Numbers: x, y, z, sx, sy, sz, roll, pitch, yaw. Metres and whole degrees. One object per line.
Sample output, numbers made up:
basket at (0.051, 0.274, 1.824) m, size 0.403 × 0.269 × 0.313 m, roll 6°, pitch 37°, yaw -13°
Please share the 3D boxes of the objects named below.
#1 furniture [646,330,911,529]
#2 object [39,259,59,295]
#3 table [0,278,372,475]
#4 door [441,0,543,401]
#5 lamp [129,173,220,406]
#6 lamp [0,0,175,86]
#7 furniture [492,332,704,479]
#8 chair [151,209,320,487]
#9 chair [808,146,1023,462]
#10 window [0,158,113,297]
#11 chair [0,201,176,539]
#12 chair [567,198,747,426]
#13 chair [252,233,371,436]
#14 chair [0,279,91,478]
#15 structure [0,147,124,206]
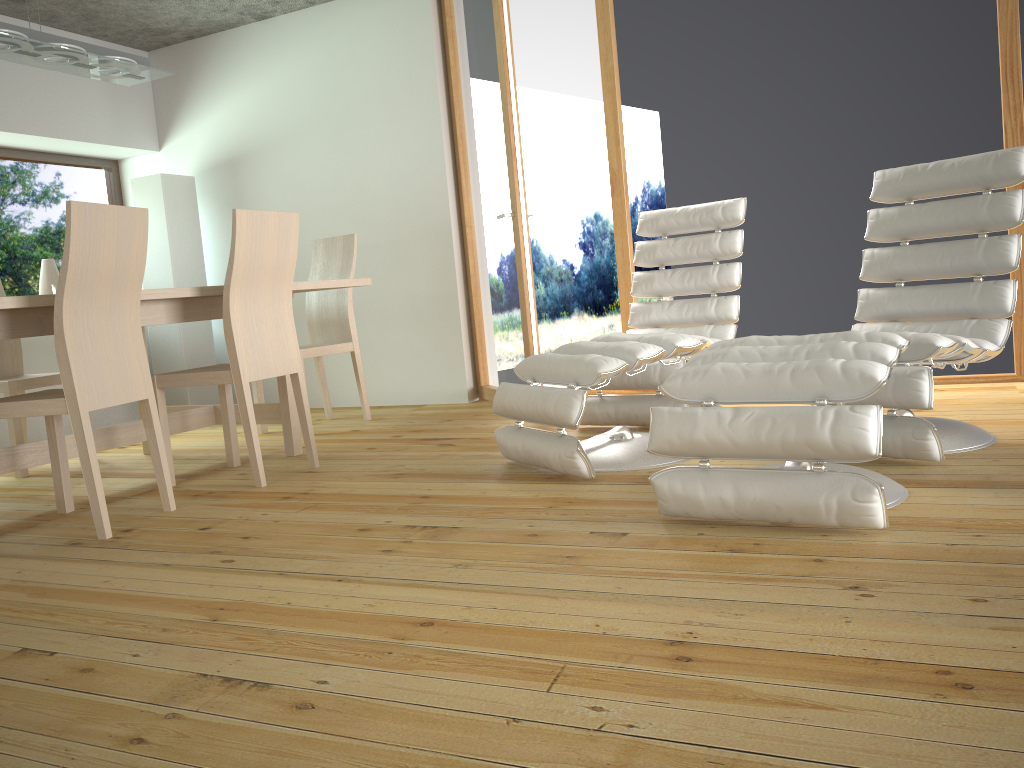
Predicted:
furniture at (0.751, 0.096, 2.402) m, size 0.569 × 0.438 × 0.688 m, roll -2°, pitch 7°, yaw 32°
object at (-2.789, -0.564, 5.375) m, size 0.153 × 0.383 × 0.154 m, roll -3°, pitch 5°, yaw 22°
table at (-1.752, 0.056, 3.450) m, size 1.199 × 0.754 × 2.508 m, roll -2°, pitch 7°, yaw 29°
door at (-0.123, -1.087, 4.777) m, size 0.163 × 2.412 × 0.936 m, roll -7°, pitch 5°, yaw -19°
lamp at (-2.160, -0.571, 5.707) m, size 0.280 × 1.497 × 0.281 m, roll -3°, pitch 5°, yaw 26°
lamp at (-1.988, -1.633, 3.332) m, size 0.290 × 0.717 × 1.495 m, roll -3°, pitch 6°, yaw 26°
furniture at (0.339, 0.050, 3.193) m, size 0.687 × 0.438 × 0.570 m, roll -8°, pitch 6°, yaw -29°
chair at (-1.094, -0.137, 3.469) m, size 0.506 × 1.015 × 0.405 m, roll -3°, pitch 5°, yaw 25°
chair at (1.335, -0.292, 3.038) m, size 0.916 × 0.966 × 0.569 m, roll -9°, pitch 6°, yaw -39°
window at (-3.641, -0.729, 4.315) m, size 0.012 × 0.976 × 4.200 m, roll -3°, pitch 6°, yaw 26°
chair at (-1.444, -0.041, 2.864) m, size 0.506 × 1.015 × 0.405 m, roll -4°, pitch 5°, yaw 15°
chair at (0.684, -0.339, 4.039) m, size 0.569 × 0.966 × 0.916 m, roll -2°, pitch 6°, yaw 36°
chair at (-1.086, -0.274, 4.745) m, size 0.404 × 1.015 × 0.507 m, roll -2°, pitch 6°, yaw 39°
chair at (-2.398, -0.098, 4.226) m, size 0.506 × 1.015 × 0.405 m, roll -3°, pitch 5°, yaw 24°
structure at (-3.571, -0.667, 3.959) m, size 0.525 × 1.151 × 4.891 m, roll -3°, pitch 6°, yaw 26°
